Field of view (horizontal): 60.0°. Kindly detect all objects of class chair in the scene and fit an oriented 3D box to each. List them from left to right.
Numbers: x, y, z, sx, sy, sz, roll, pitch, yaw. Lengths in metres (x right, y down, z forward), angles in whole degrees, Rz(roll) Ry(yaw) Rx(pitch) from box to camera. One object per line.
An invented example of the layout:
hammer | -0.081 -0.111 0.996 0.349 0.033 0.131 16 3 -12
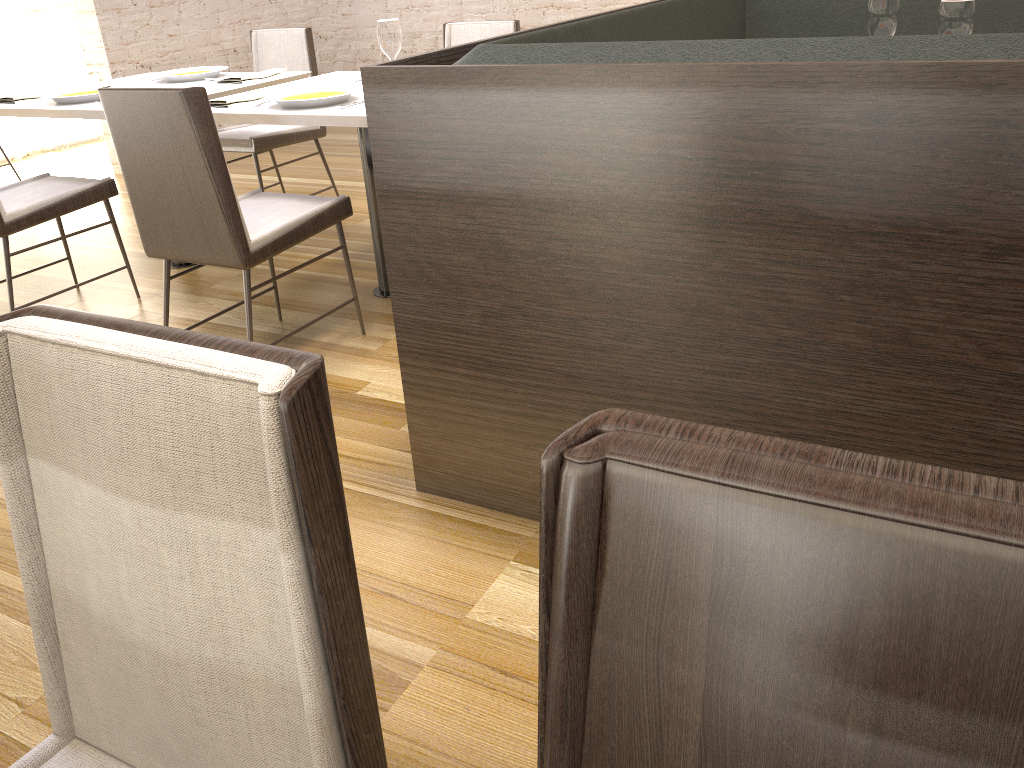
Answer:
chair | -3.570 -1.649 5.545 0.413 0.892 0.573 9 28 27
chair | -1.830 -0.673 3.274 0.413 0.892 0.573 9 28 27
chair | -0.382 0.471 0.701 0.413 0.892 0.573 9 28 27
chair | -0.833 -0.495 2.753 0.413 0.892 0.573 9 28 27
chair | -1.208 -1.226 4.311 0.413 0.892 0.573 9 28 27
chair | -0.211 -1.048 3.790 0.413 0.892 0.573 9 28 27
chair | 0.107 0.558 0.446 0.413 0.892 0.573 9 28 27

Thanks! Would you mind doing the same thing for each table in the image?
table | -1.494 -0.878 3.803 1.013 0.748 0.948 10 29 27
table | -0.493 -0.698 3.280 1.013 0.748 0.948 10 29 27

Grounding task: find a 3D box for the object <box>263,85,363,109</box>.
object | -0.649 -0.937 2.904 0.322 0.035 0.326 -10 27 -12

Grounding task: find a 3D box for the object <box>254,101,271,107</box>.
object | -0.805 -0.957 2.986 0.038 0.015 0.184 10 30 28

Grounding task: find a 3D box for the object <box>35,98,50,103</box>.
object | -1.806 -1.136 3.509 0.038 0.015 0.184 10 30 28

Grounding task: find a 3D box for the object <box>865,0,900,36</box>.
object | 0.993 -0.921 2.392 0.086 0.227 0.088 -4 25 0

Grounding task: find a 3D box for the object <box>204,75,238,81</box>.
object | -1.234 -1.305 3.767 0.038 0.015 0.184 10 30 28

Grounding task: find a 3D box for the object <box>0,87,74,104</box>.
object | -1.941 -1.171 3.601 0.143 0.032 0.276 10 29 27

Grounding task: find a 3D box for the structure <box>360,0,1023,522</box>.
structure | 5.013 0.153 0.405 10.775 0.985 2.403 10 29 27

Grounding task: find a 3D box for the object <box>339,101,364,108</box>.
object | -0.489 -0.897 2.821 0.017 0.010 0.187 10 29 27

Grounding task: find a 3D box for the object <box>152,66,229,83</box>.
object | -1.393 -1.342 3.851 0.322 0.035 0.326 -10 27 -12

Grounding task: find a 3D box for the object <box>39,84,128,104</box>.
object | -1.650 -1.116 3.428 0.322 0.035 0.326 -10 27 -12

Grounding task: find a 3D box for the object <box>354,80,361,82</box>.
object | -0.549 -1.180 3.410 0.017 0.010 0.187 10 29 27

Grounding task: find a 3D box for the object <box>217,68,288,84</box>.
object | -1.077 -1.279 3.688 0.143 0.032 0.276 10 29 27

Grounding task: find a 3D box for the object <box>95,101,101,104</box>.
object | -1.490 -1.076 3.344 0.017 0.010 0.187 10 29 27

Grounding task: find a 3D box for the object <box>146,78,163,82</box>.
object | -1.550 -1.359 3.934 0.017 0.010 0.187 10 29 27

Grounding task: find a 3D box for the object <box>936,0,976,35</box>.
object | 1.079 -0.821 2.173 0.086 0.227 0.087 -15 27 -22

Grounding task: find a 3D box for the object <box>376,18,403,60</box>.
object | -0.408 -1.115 3.009 0.087 0.227 0.087 -18 28 -27

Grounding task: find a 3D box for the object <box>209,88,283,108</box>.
object | -0.940 -0.992 3.078 0.143 0.032 0.276 10 29 27
